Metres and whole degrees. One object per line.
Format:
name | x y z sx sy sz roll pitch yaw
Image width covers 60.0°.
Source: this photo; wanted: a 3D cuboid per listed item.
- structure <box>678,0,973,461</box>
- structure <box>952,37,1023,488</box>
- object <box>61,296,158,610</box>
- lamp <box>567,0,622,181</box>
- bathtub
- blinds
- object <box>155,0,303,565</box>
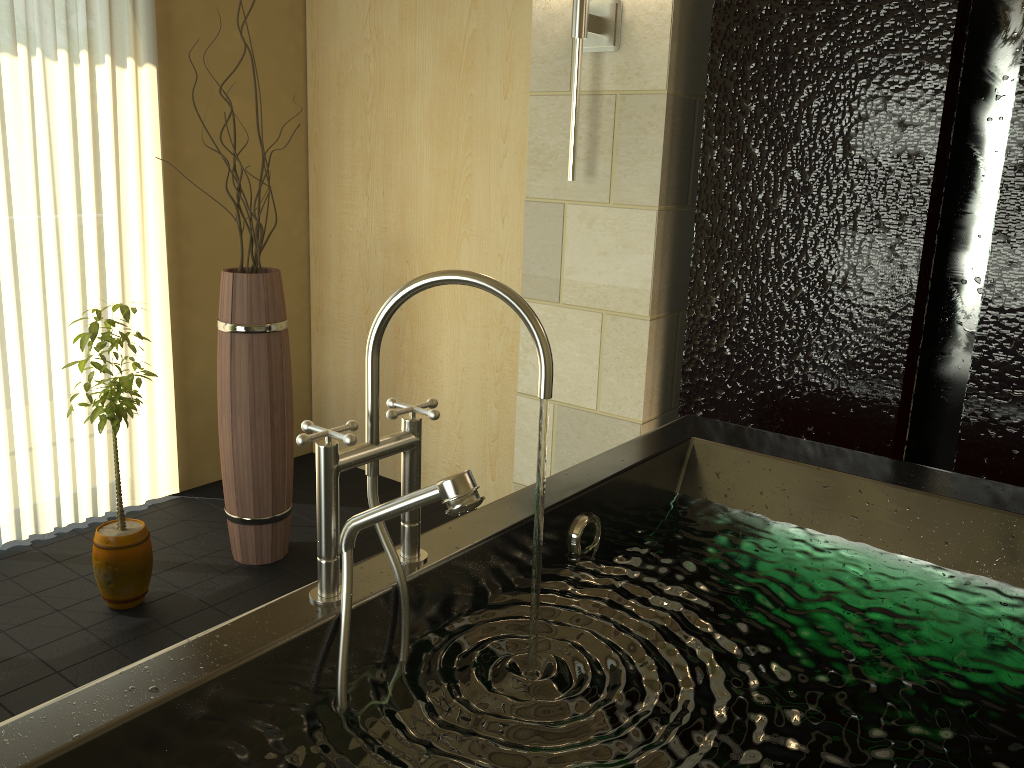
structure | 0.737 -0.121 2.342 0.642 2.060 0.094 12 17 36
structure | 1.312 0.009 1.920 0.642 2.060 0.094 12 17 36
object | -1.157 0.206 2.596 0.242 0.926 0.267 -1 14 -15
lamp | 0.187 -0.977 2.395 0.176 0.834 0.188 12 17 36
bathtub | 0.213 0.477 1.098 1.069 1.158 2.136 12 17 36
blinds | -1.767 -0.678 2.568 0.064 2.571 1.948 12 17 34
object | -0.898 -0.482 2.839 0.468 2.172 0.464 2 14 -3
